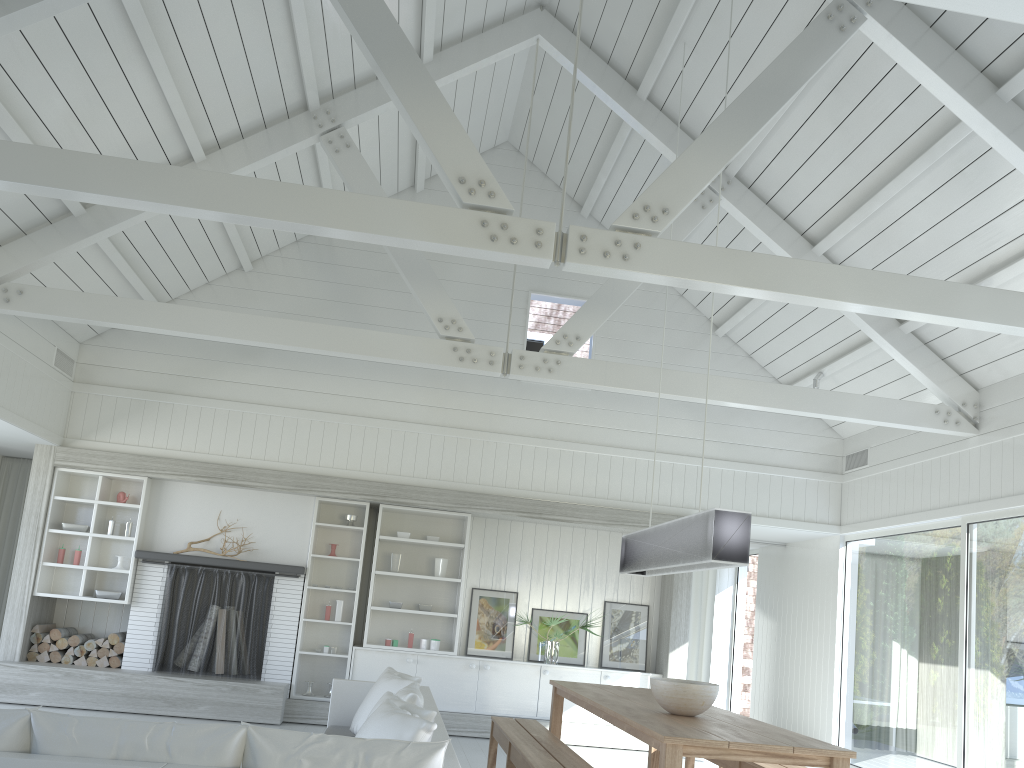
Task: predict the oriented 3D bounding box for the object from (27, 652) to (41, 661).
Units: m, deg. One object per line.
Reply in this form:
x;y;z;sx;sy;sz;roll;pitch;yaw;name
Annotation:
-4.596;2.660;8.627;0.108;0.104;0.524;7;-14;-7;object

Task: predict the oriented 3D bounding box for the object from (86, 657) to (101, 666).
-4.060;2.728;8.689;0.108;0.104;0.524;7;-14;-7;object

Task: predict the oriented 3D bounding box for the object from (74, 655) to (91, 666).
-4.158;2.731;8.684;0.134;0.144;0.558;7;-14;-6;object

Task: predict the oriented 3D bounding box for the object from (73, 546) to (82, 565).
-4.237;1.673;8.604;0.054;0.193;0.055;7;-9;-5;object

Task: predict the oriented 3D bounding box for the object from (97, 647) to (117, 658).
-3.964;2.645;8.705;0.109;0.107;0.503;7;-14;-7;object

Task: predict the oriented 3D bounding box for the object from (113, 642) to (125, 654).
-3.820;2.604;8.730;0.109;0.107;0.503;7;-14;-7;object

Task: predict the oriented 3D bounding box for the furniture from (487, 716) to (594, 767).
0.163;2.394;5.228;0.341;0.463;2.729;7;-14;-6;furniture

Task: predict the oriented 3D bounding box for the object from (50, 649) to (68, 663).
-4.391;2.664;8.646;0.110;0.109;0.503;7;-14;-7;object

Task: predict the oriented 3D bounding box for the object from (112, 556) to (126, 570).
-3.841;1.754;8.642;0.137;0.128;0.139;10;-13;-18;object

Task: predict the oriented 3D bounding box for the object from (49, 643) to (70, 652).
-4.407;2.578;8.648;0.080;0.078;0.486;7;-15;-7;object

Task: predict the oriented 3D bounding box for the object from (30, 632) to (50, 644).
-4.576;2.484;8.646;0.109;0.107;0.503;7;-14;-7;object

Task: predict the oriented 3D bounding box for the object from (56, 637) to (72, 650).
-4.342;2.543;8.669;0.109;0.107;0.503;7;-14;-7;object

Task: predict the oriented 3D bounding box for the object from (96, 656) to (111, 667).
-3.960;2.738;8.709;0.134;0.144;0.558;7;-14;-6;object

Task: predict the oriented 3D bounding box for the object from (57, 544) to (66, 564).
-4.387;1.653;8.587;0.054;0.193;0.055;7;-9;-5;object

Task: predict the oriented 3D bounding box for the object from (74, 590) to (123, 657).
-4.073;2.360;8.694;0.343;0.632;0.620;9;-12;-21;object

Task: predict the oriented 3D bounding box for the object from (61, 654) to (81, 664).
-4.280;2.681;8.666;0.105;0.113;0.526;7;-14;-7;object

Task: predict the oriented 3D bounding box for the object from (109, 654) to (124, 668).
-3.854;2.732;8.708;0.110;0.109;0.503;7;-14;-7;object

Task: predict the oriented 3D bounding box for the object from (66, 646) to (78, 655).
-4.258;2.608;8.658;0.080;0.078;0.486;7;-15;-7;object

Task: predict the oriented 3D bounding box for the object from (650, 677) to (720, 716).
0.972;1.778;4.991;0.390;0.182;0.396;9;-14;-15;object

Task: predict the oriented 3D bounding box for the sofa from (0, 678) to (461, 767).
-2.146;1.961;4.983;3.481;0.725;4.209;7;-15;-6;sofa

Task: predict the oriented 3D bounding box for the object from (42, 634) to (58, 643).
-4.478;2.487;8.645;0.080;0.078;0.486;7;-15;-7;object

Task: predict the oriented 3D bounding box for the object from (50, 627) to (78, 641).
-4.404;2.458;8.673;0.110;0.109;0.503;7;-14;-7;object

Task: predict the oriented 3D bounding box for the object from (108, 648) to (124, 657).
-3.871;2.646;8.711;0.080;0.078;0.486;7;-15;-7;object

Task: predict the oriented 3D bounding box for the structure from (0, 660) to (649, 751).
-1.700;3.315;9.246;6.358;0.341;1.916;7;-15;-6;structure

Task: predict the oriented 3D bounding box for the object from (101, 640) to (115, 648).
-3.942;2.555;8.707;0.080;0.078;0.486;7;-15;-7;object

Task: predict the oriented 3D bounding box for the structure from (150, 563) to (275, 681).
-2.899;2.312;8.552;1.099;1.046;0.118;7;-9;-7;structure

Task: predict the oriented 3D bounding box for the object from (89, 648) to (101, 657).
-4.048;2.635;8.682;0.080;0.078;0.486;7;-15;-7;object

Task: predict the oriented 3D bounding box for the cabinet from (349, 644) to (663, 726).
-0.070;3.143;9.173;3.186;0.542;0.665;7;-12;-7;cabinet

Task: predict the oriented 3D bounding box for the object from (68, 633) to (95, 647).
-4.237;2.522;8.686;0.109;0.107;0.503;7;-14;-7;object

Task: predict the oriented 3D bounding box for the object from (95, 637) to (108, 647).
-4.004;2.536;8.702;0.086;0.090;0.487;7;-14;-7;object

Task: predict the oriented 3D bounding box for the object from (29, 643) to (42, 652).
-4.584;2.567;8.620;0.080;0.078;0.486;7;-15;-7;object

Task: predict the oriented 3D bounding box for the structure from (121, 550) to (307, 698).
-2.948;2.421;8.898;1.619;1.265;0.874;7;-11;-6;structure

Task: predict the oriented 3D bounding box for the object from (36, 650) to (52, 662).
-4.496;2.670;8.647;0.134;0.144;0.558;7;-14;-6;object

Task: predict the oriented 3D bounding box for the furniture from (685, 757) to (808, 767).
1.642;2.582;5.400;0.341;0.463;2.729;7;-14;-6;furniture

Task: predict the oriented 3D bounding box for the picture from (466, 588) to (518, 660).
-0.207;2.509;9.229;0.495;0.692;0.066;7;-9;-7;picture

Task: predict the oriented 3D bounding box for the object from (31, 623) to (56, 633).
-4.582;2.392;8.645;0.080;0.078;0.486;7;-15;-7;object

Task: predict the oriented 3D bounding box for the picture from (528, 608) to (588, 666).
0.489;2.674;9.310;0.610;0.544;0.054;7;-9;-7;picture

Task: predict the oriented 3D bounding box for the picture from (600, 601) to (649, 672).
1.206;2.688;9.393;0.495;0.692;0.066;7;-9;-7;picture

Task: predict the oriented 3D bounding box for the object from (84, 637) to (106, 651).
-4.088;2.567;8.700;0.109;0.107;0.503;7;-14;-7;object

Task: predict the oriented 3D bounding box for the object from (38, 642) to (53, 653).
-4.501;2.577;8.643;0.109;0.107;0.503;7;-14;-7;object

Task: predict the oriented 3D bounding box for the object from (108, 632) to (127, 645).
-3.875;2.519;8.736;0.110;0.109;0.503;7;-14;-7;object
